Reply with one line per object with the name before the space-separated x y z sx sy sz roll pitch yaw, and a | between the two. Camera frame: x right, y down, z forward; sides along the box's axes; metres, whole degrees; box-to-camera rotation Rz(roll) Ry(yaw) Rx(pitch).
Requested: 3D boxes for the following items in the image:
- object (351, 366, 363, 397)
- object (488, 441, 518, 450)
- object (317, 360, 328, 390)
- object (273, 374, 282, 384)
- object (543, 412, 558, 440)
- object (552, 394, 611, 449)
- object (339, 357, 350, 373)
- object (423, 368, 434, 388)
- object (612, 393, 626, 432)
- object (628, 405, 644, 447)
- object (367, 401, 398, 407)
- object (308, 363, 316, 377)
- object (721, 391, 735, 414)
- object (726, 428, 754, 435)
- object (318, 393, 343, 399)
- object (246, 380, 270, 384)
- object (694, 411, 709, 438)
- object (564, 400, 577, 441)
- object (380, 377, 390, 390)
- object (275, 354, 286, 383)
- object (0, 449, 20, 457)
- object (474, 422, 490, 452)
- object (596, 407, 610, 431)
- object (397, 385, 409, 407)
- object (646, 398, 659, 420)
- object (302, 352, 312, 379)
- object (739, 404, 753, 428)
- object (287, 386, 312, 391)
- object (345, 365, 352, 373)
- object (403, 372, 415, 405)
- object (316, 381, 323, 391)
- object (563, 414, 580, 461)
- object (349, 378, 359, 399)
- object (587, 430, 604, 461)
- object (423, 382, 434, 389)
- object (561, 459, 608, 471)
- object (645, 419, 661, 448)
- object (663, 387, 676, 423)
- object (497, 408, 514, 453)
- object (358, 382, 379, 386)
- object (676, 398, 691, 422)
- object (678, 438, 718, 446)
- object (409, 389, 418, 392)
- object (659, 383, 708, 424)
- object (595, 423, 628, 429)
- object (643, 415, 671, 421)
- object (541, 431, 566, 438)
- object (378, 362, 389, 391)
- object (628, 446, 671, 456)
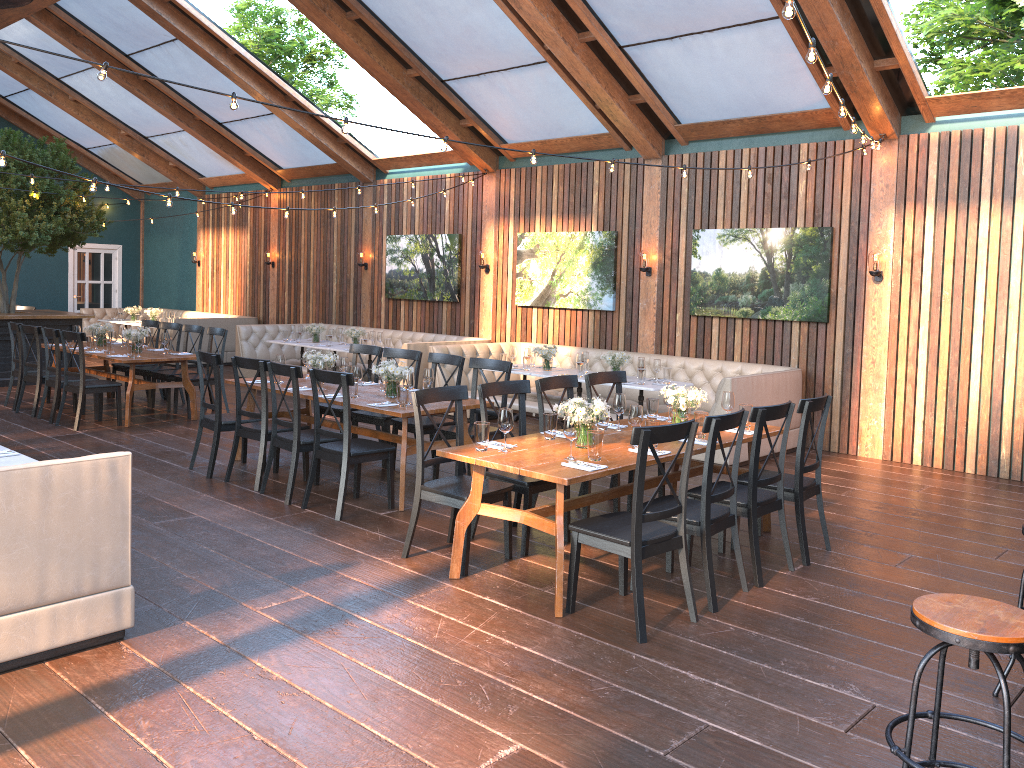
object | -1.238 -0.022 7.052 0.092 0.243 0.092 1 3 -5
object | -0.075 0.352 5.127 0.256 0.019 0.158 8 9 43
object | -1.598 -0.076 7.434 0.092 0.243 0.092 1 3 -5
object | -2.051 -0.081 7.716 0.092 0.157 0.092 2 4 -1
object | 0.233 0.259 5.403 0.092 0.157 0.092 0 4 -21
object | 0.419 0.214 5.188 0.336 0.308 0.331 0 5 -15
object | -1.476 -0.114 7.778 0.092 0.243 0.092 1 3 -5
object | -0.665 -0.001 7.023 0.092 0.243 0.092 1 3 -5
object | 0.700 0.186 5.780 0.092 0.243 0.092 1 3 -5
object | 0.733 0.249 5.251 0.092 0.243 0.092 1 3 -5
object | -0.950 0.147 6.646 0.158 0.019 0.255 8 9 42
object | -1.889 -0.148 8.326 0.092 0.157 0.092 1 4 -11
object | 1.482 0.174 6.075 0.092 0.243 0.092 1 3 -5
object | 1.519 0.308 5.910 0.256 0.019 0.158 8 9 43
object | -1.403 0.090 7.021 0.158 0.019 0.255 8 9 42
object | -2.211 -0.026 7.798 0.158 0.019 0.255 8 9 42
object | 1.203 0.260 5.640 0.092 0.157 0.092 0 4 -21
object | 0.362 0.221 5.393 0.092 0.243 0.092 1 3 -5
object | -1.087 -0.035 7.564 0.092 0.157 0.092 0 4 -21
object | -2.051 -0.138 7.834 0.092 0.243 0.092 2 3 0
object | -2.793 0.375 4.734 0.158 0.019 0.255 8 9 42
object | -0.171 0.297 4.978 0.092 0.157 0.092 0 4 -21
object | 0.595 0.222 5.807 0.092 0.157 0.092 0 4 -21
object | -0.811 0.091 6.568 0.092 0.157 0.092 0 4 -21
object | 0.990 0.183 6.243 0.092 0.157 0.092 0 4 -21
object | -1.895 -0.176 8.192 0.092 0.243 0.092 2 3 0
object | 1.604 0.221 6.075 0.092 0.157 0.092 0 4 -21
object | -1.763 0.036 7.403 0.158 0.019 0.255 8 9 42
object | -1.478 -0.086 7.902 0.092 0.157 0.092 0 4 -21
object | -0.780 0.035 6.689 0.092 0.243 0.092 1 3 -5
object | -1.610 -0.021 7.328 0.092 0.157 0.092 0 4 -21
object | 0.323 0.289 4.808 0.092 0.243 0.092 1 3 -5
object | -1.251 0.033 6.946 0.092 0.157 0.092 0 4 -21
object | 0.452 0.336 4.808 0.092 0.157 0.092 0 4 -21
object | -0.677 0.028 7.134 0.092 0.157 0.092 0 4 -21
object | 0.364 0.421 4.653 0.256 0.019 0.158 8 9 43
object | 0.832 0.295 5.253 0.092 0.157 0.092 0 4 -21
object | 1.106 0.147 6.210 0.092 0.243 0.092 1 3 -5
object | -0.037 0.260 4.960 0.092 0.243 0.092 1 3 -5
object | -1.316 -0.004 7.841 0.158 0.019 0.255 8 9 42
object | 1.089 0.214 5.638 0.092 0.243 0.092 1 3 -5
object | 1.134 0.346 5.484 0.256 0.019 0.158 8 9 43
object | -0.918 0.048 7.497 0.158 0.019 0.255 8 9 42
object | 1.146 0.146 5.950 0.329 0.308 0.338 2 5 8
object | 0.674 0.278 5.952 0.256 0.019 0.158 8 9 43
object | 1.061 0.239 6.374 0.256 0.019 0.158 8 9 43
object | 0.319 0.313 5.562 0.256 0.019 0.158 8 9 43
object | -1.086 -0.063 7.444 0.092 0.243 0.092 1 3 -5
object | 0.775 0.380 5.103 0.256 0.019 0.158 8 9 43
